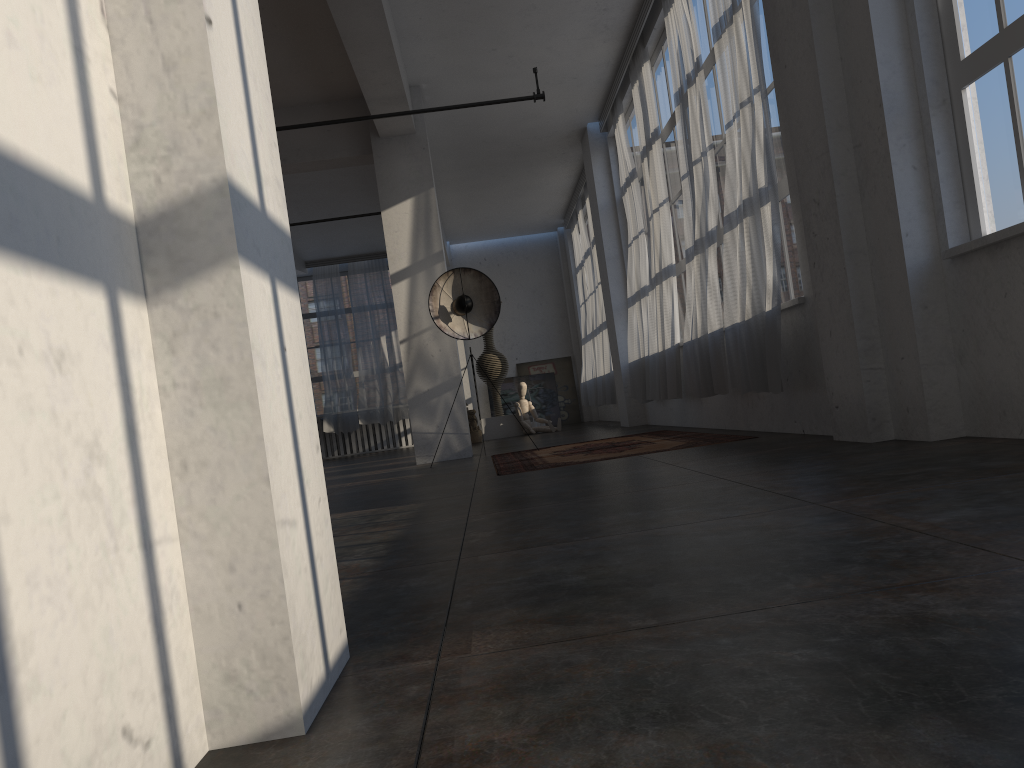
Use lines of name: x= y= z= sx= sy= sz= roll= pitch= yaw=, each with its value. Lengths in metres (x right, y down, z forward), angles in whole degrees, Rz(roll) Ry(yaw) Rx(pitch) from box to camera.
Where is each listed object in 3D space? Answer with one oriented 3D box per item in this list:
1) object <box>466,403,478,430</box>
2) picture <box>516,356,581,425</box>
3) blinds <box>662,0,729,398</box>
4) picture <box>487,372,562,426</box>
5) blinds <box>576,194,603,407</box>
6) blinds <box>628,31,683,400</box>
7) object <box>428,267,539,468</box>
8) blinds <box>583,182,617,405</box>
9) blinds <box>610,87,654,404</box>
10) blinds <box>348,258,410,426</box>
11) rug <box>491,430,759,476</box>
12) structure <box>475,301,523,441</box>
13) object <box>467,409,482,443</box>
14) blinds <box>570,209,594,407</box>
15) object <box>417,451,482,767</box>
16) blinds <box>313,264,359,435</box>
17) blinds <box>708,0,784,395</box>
object: x=-0.807 y=0.664 z=15.159 sx=0.451 sy=0.693 sz=0.434 roll=-8 pitch=-1 yaw=-38
picture: x=0.755 y=0.185 z=18.219 sx=1.150 sy=1.386 sz=0.252 roll=-8 pitch=0 yaw=-4
blinds: x=1.464 y=-1.734 z=7.330 sx=0.340 sy=3.697 sz=1.031 roll=-8 pitch=0 yaw=-5
picture: x=0.248 y=0.382 z=18.080 sx=1.437 sy=1.141 sz=0.303 roll=-8 pitch=0 yaw=-6
blinds: x=1.301 y=-1.457 z=15.119 sx=0.316 sy=3.713 sz=1.022 roll=-8 pitch=0 yaw=-3
blinds: x=1.427 y=-1.665 z=9.025 sx=0.362 sy=3.674 sz=1.029 roll=-8 pitch=0 yaw=-3
object: x=-0.398 y=-0.205 z=8.931 sx=1.058 sy=1.919 sz=1.177 roll=-8 pitch=-1 yaw=-3
blinds: x=1.329 y=-1.501 z=13.781 sx=0.362 sy=3.674 sz=1.029 roll=-8 pitch=0 yaw=-3
blinds: x=1.415 y=-1.617 z=10.525 sx=0.316 sy=3.713 sz=1.022 roll=-8 pitch=0 yaw=-3
blinds: x=-2.655 y=-0.908 z=17.482 sx=1.059 sy=3.500 sz=0.997 roll=-8 pitch=0 yaw=-2
rug: x=0.745 y=0.545 z=7.531 sx=1.820 sy=0.009 sz=3.122 roll=-8 pitch=-2 yaw=-3
structure: x=-0.322 y=-0.217 z=15.199 sx=0.678 sy=2.326 sz=0.748 roll=-8 pitch=0 yaw=-3
object: x=-0.616 y=0.714 z=14.304 sx=0.236 sy=0.600 sz=0.223 roll=-8 pitch=0 yaw=25
blinds: x=1.255 y=-1.422 z=16.306 sx=0.340 sy=3.697 sz=1.031 roll=-8 pitch=0 yaw=-5
object: x=-11.439 y=2.430 z=7.472 sx=27.268 sy=0.001 sz=19.704 roll=-8 pitch=-2 yaw=-3
blinds: x=-3.548 y=-0.742 z=17.557 sx=0.694 sy=3.558 sz=0.874 roll=-8 pitch=0 yaw=-3
blinds: x=1.506 y=-1.789 z=5.965 sx=0.343 sy=3.750 sz=1.025 roll=-8 pitch=0 yaw=-4
